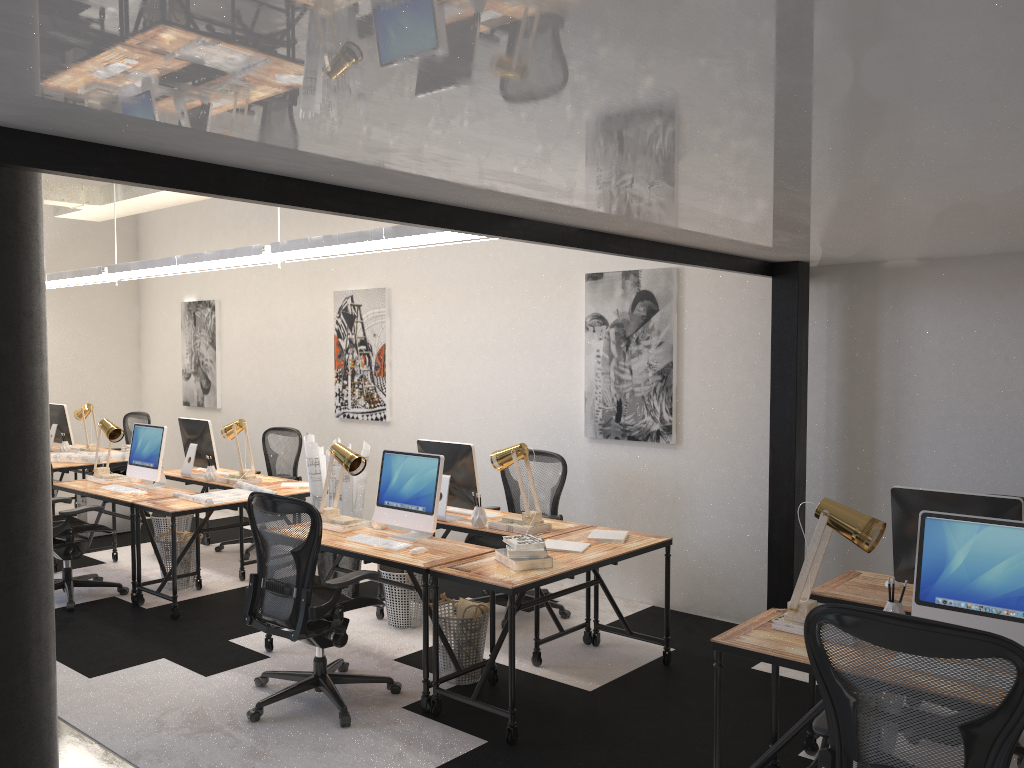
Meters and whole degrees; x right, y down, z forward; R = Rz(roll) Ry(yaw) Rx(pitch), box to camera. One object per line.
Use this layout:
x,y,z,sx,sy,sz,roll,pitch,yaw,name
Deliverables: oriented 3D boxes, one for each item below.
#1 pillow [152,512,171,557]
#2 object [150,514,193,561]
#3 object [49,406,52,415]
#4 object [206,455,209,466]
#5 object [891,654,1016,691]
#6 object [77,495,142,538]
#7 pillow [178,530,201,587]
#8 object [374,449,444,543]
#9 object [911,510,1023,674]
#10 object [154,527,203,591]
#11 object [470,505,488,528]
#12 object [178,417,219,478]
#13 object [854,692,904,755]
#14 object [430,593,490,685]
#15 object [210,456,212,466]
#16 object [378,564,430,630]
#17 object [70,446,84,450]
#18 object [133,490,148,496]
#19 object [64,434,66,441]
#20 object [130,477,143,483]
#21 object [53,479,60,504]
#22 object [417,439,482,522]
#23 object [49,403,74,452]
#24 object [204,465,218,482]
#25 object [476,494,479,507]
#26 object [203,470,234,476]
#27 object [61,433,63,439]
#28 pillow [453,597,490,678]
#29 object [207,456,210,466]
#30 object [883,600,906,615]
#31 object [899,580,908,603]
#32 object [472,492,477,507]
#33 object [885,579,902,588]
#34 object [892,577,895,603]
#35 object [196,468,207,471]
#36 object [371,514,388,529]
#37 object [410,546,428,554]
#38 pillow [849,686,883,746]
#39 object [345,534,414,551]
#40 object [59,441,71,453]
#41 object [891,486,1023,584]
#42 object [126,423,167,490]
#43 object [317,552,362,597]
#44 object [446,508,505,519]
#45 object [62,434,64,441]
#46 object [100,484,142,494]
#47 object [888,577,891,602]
-2.963,1.289,7.546,0.239,0.407,0.119,2,4,41,pillow
-2.908,1.273,7.602,0.358,0.435,0.353,2,3,37,object
-4.318,0.198,7.791,0.513,1.078,0.438,2,3,31,object
-2.432,0.677,7.124,0.054,0.207,0.008,1,3,24,object
1.457,0.930,2.845,0.439,0.018,0.118,2,3,41,object
-3.894,1.208,8.597,0.221,0.455,0.543,2,3,41,object
-2.451,1.319,6.722,0.239,0.407,0.119,2,4,41,pillow
-0.560,0.620,4.951,0.483,0.485,0.189,2,4,41,object
1.622,0.692,2.984,0.483,0.485,0.189,2,4,41,object
-2.507,1.308,6.665,0.358,0.435,0.353,2,3,37,object
-0.196,0.788,5.264,0.101,0.127,0.101,0,3,-4,object
-2.634,0.531,7.379,0.483,0.485,0.189,2,4,41,object
1.495,1.414,3.777,0.358,0.435,0.353,2,3,37,object
-0.286,1.376,4.806,0.358,0.435,0.353,2,3,37,object
-2.406,0.678,7.112,0.008,0.207,0.054,0,3,6,object
-0.687,1.342,5.743,0.358,0.435,0.353,2,3,37,object
-4.514,0.673,9.275,0.439,0.018,0.118,2,3,41,object
-2.702,0.792,6.450,0.059,0.029,0.106,2,3,42,object
-4.451,0.593,8.844,0.008,0.207,0.054,0,3,6,object
-2.997,0.721,7.085,0.101,0.127,0.101,0,3,-4,object
-4.953,1.188,9.334,0.358,0.435,0.353,2,3,37,object
-0.413,0.599,5.521,0.483,0.485,0.189,2,4,41,object
-4.679,0.445,9.112,0.483,0.485,0.189,2,4,41,object
-2.417,0.720,7.123,0.101,0.127,0.101,0,3,-4,object
-0.196,0.747,5.247,0.008,0.207,0.054,2,3,28,object
-2.469,0.758,7.543,0.439,0.018,0.118,2,3,41,object
-4.477,0.592,8.856,0.054,0.207,0.008,1,3,24,object
-0.230,1.387,4.863,0.239,0.407,0.119,2,4,41,pillow
-2.417,0.679,7.106,0.008,0.207,0.054,2,3,28,object
1.405,0.862,3.260,0.101,0.127,0.101,0,3,-4,object
1.420,0.819,3.254,0.054,0.207,0.008,1,3,24,object
-0.211,0.746,5.265,0.054,0.207,0.008,1,3,24,object
1.691,0.884,3.937,0.059,0.029,0.106,2,3,42,object
1.405,0.820,3.273,0.008,0.207,0.054,2,3,28,object
-2.712,0.743,7.762,0.059,0.029,0.106,2,3,42,object
-0.776,0.789,5.226,0.101,0.127,0.101,0,3,-4,object
-0.481,0.860,4.591,0.059,0.029,0.106,2,3,42,object
1.439,1.429,3.721,0.239,0.407,0.119,2,4,41,pillow
-0.725,0.858,4.812,0.439,0.018,0.118,2,3,41,object
-4.462,0.634,8.855,0.101,0.127,0.101,0,3,-4,object
1.769,0.671,3.555,0.483,0.485,0.189,2,4,41,object
-2.781,0.552,6.809,0.483,0.485,0.189,2,4,41,object
-1.256,1.345,6.459,0.353,0.399,0.353,0,3,-4,object
-0.248,0.826,5.684,0.439,0.018,0.118,2,3,41,object
-4.462,0.594,8.838,0.008,0.207,0.054,2,3,28,object
-2.946,0.790,6.670,0.439,0.018,0.118,2,3,41,object
1.394,0.819,3.266,0.008,0.207,0.054,0,3,6,object
